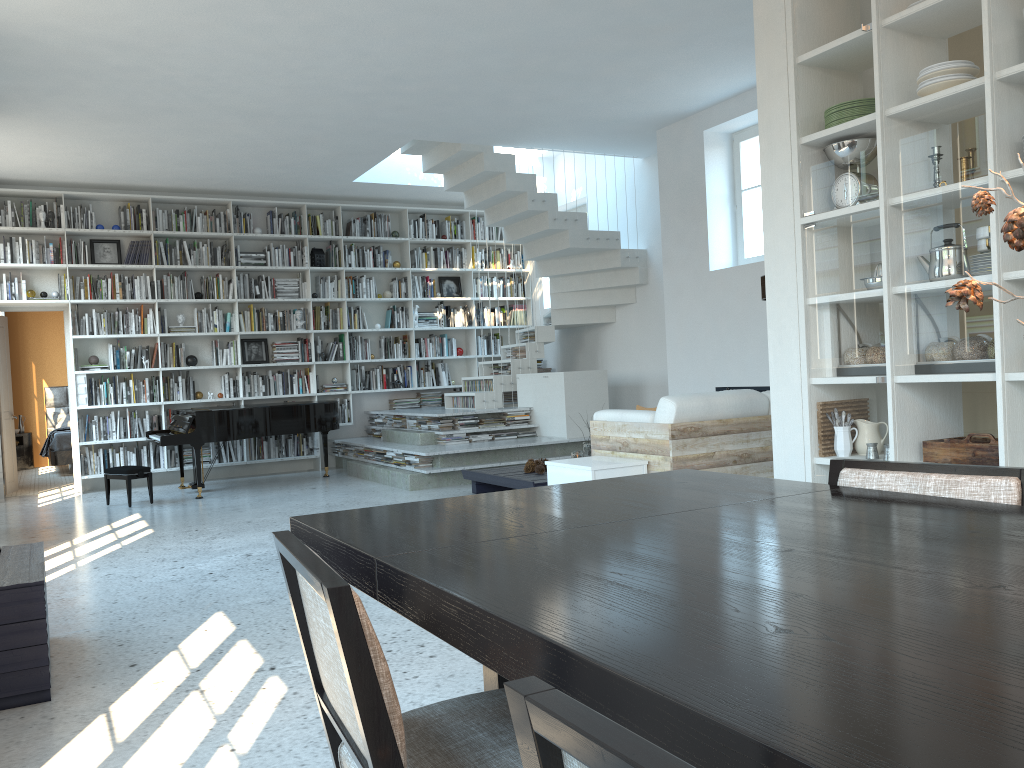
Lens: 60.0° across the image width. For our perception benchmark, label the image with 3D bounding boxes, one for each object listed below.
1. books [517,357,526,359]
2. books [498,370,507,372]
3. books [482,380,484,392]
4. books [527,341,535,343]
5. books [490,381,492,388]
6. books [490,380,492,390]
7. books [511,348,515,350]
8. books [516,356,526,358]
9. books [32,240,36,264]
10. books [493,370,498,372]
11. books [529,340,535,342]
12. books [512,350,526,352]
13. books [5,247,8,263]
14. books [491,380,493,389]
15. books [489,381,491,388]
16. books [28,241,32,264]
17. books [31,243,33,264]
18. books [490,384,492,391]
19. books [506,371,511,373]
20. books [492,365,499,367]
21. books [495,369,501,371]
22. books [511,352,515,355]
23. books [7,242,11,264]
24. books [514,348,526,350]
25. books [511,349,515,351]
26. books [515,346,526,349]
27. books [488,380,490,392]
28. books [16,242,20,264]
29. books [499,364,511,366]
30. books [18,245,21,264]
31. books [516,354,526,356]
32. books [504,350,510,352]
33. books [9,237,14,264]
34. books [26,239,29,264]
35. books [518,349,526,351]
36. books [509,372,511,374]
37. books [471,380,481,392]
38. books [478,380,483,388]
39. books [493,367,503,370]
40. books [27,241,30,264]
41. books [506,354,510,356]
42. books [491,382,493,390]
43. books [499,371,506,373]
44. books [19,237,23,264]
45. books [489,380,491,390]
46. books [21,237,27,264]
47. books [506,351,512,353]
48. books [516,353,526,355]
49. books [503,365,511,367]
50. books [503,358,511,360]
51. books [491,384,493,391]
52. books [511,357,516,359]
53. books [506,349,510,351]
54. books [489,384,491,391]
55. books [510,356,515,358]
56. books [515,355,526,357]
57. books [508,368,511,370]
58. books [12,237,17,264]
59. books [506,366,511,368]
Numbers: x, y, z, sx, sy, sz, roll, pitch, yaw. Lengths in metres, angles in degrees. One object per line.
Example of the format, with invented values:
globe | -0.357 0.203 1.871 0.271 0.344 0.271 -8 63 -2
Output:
books | 0.161 -0.300 10.140 0.206 0.012 0.183 -3 1 0
books | -0.027 -0.159 10.378 0.184 0.014 0.225 -3 1 -31
books | -0.281 0.021 10.050 0.125 0.125 0.007 -3 1 -28
books | 0.279 -0.492 10.420 0.136 0.013 0.258 -3 1 -16
books | -0.175 0.019 9.851 0.125 0.123 0.034 -3 1 -28
books | -0.178 0.019 9.857 0.125 0.123 0.034 -3 1 -28
books | 0.103 -0.416 10.375 0.166 0.017 0.190 -3 1 -25
books | 0.160 -0.313 10.134 0.215 0.013 0.189 -3 1 5
books | -4.930 -1.344 9.150 0.025 0.261 0.167 -4 1 -28
books | -0.117 -0.157 10.583 0.145 0.015 0.166 -3 1 -33
books | 0.279 -0.506 10.420 0.130 0.014 0.249 -3 1 -15
books | 0.155 -0.380 10.116 0.295 0.007 0.146 -3 1 7
books | -5.158 -1.297 9.058 0.024 0.192 0.138 -4 1 -28
books | -0.164 0.019 9.831 0.125 0.123 0.035 -3 1 -28
books | -0.186 0.019 9.872 0.125 0.123 0.035 -3 1 -28
books | -4.961 -1.334 9.136 0.021 0.244 0.173 -4 1 -28
books | -4.960 -1.328 9.169 0.011 0.231 0.135 -4 1 -28
books | -0.182 0.019 9.865 0.125 0.123 0.036 -3 1 -28
books | 0.024 -0.144 10.095 0.172 0.019 0.240 -3 1 -3
books | -0.124 -0.218 10.580 0.160 0.012 0.195 -3 1 -31
books | -0.111 -0.170 10.587 0.132 0.010 0.198 -3 1 -24
books | 0.111 -0.366 10.363 0.178 0.036 0.222 -3 1 -23
books | -5.126 -1.316 9.045 0.022 0.228 0.171 -4 1 -28
books | 0.154 -0.402 10.118 0.254 0.005 0.161 -3 1 5
books | 0.104 -0.402 10.374 0.218 0.012 0.156 -3 1 -12
books | 0.154 -0.417 10.126 0.234 0.025 0.157 -3 1 10
books | -0.203 0.018 9.903 0.125 0.125 0.008 -3 1 -28
books | -5.069 -1.325 9.095 0.024 0.239 0.155 -4 1 -28
books | -0.030 -0.224 10.377 0.177 0.014 0.194 -3 1 -33
books | -5.049 -1.311 9.094 0.010 0.209 0.165 -4 1 -28
books | 0.158 -0.331 10.131 0.222 0.011 0.180 -3 1 4
books | 0.035 -0.402 10.645 0.173 0.011 0.203 -3 1 -33
books | -5.105 -1.345 9.051 0.023 0.282 0.186 -4 1 -28
books | -4.987 -1.345 9.122 0.013 0.269 0.162 -4 1 -28
books | 0.156 -0.391 10.133 0.184 0.016 0.179 -3 1 1
books | 0.045 -0.127 10.098 0.136 0.017 0.288 -3 1 -5
books | -0.418 0.025 10.309 0.125 0.125 0.008 -3 1 -28
books | -0.327 0.022 10.137 0.125 0.125 0.008 -3 1 -28
books | -0.118 -0.186 10.583 0.140 0.022 0.181 -3 1 -35
books | -4.975 -1.336 9.128 0.012 0.249 0.192 -4 1 -28
books | 0.055 -0.356 10.655 0.145 0.012 0.297 -3 1 -29
books | -0.167 0.019 9.837 0.125 0.123 0.036 -3 1 -28
books | -0.026 -0.144 10.379 0.175 0.016 0.207 -3 1 -33
books | -5.030 -1.351 9.087 0.021 0.286 0.179 -4 1 -28
books | -0.189 0.019 9.879 0.125 0.123 0.034 -3 1 -28
books | -5.014 -1.355 9.117 0.037 0.292 0.155 -4 1 -28
books | 0.050 -0.389 10.653 0.149 0.017 0.239 -3 1 -30
books | 0.157 -0.344 10.117 0.214 0.014 0.138 -3 1 0
books | -0.008 -0.209 10.388 0.133 0.017 0.178 -3 1 -24
books | 0.038 -0.303 10.646 0.190 0.018 0.287 -3 1 -29
books | -0.171 0.019 9.844 0.125 0.123 0.035 -3 1 -28
books | 0.097 -0.309 10.403 0.184 0.016 0.128 -3 1 -20
books | 0.044 -0.415 10.649 0.157 0.014 0.180 -3 1 -32
books | -0.198 0.018 9.895 0.125 0.125 0.011 -3 1 -28
books | 0.108 -0.324 10.376 0.199 0.014 0.177 -3 1 -23
books | 0.160 -0.322 10.144 0.254 0.007 0.189 -3 1 0
books | 0.045 -0.176 10.098 0.141 0.028 0.222 -3 1 -9
books | -5.094 -1.349 9.083 0.028 0.288 0.132 -4 1 -28
books | 0.032 -0.196 10.095 0.168 0.014 0.212 -3 1 -8
